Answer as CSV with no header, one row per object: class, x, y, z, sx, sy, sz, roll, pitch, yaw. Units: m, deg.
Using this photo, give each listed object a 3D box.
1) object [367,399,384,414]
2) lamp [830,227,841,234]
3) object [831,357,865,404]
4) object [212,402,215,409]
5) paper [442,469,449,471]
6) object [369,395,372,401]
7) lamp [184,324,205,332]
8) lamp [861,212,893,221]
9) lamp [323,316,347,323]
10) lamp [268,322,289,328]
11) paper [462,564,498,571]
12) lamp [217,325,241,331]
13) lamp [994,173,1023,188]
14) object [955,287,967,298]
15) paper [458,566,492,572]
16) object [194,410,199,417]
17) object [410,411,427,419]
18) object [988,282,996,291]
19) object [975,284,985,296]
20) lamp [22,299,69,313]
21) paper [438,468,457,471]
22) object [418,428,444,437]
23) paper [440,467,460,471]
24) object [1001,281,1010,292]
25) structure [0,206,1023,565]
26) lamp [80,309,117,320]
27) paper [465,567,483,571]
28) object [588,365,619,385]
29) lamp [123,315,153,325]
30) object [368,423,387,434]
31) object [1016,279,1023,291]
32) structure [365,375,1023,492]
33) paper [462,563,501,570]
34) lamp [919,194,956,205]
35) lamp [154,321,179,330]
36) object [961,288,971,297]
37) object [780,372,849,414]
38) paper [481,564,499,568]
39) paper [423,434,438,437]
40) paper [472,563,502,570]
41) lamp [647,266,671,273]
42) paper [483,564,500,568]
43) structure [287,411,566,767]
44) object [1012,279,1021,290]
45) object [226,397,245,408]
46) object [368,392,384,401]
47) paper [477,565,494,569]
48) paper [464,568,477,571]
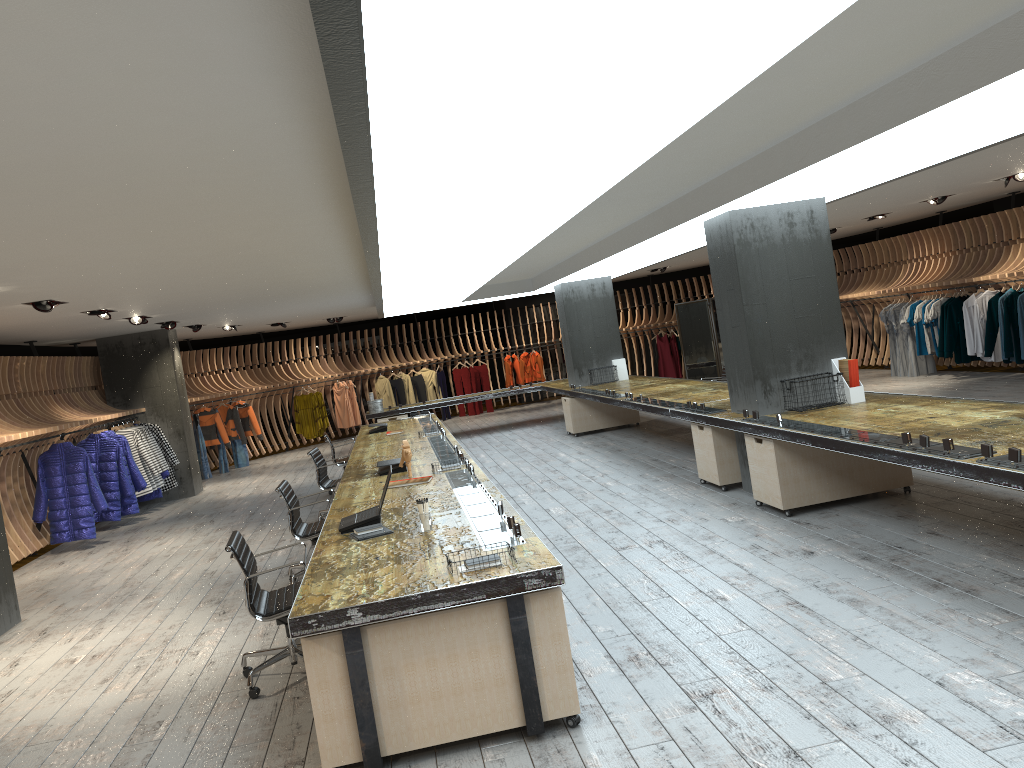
object,-2.609,0.430,16.968,0.303,0.239,0.498,-9,3,-7
lamp,5.662,-2.799,15.906,0.269,0.291,0.493,-9,3,-12
object,2.903,-0.034,7.657,0.129,0.382,0.240,-9,2,-8
object,-5.912,0.450,17.543,0.023,0.243,0.549,-9,3,-11
paper,-0.512,0.699,7.358,0.176,0.004,0.130,-9,3,-3
object,-2.680,0.274,16.814,0.062,0.109,0.062,-11,3,-42
lamp,-5.333,-1.013,14.878,0.269,0.292,0.493,-9,3,-1
lamp,5.887,-2.752,14.327,0.269,0.294,0.493,-9,3,-8
lamp,-3.850,-1.470,19.267,0.269,0.297,0.493,-7,3,42
lamp,-4.730,-1.266,17.956,0.269,0.293,0.493,-8,3,25
paper,-0.139,0.813,4.004,0.176,0.004,0.130,-9,3,-3
lamp,-5.237,-1.108,16.459,0.269,0.296,0.493,-8,3,12
lamp,6.332,-2.656,11.168,0.269,0.301,0.493,-9,3,-8
object,7.173,-1.422,14.167,0.525,0.270,0.012,-9,2,-8
paper,-0.151,0.819,3.998,0.176,0.003,0.130,-9,3,-9
object,-6.049,0.502,16.954,0.023,0.243,0.549,-10,3,-26
object,-1.437,0.486,13.890,0.302,0.074,0.217,-10,3,-13
object,7.264,-1.407,13.438,0.525,0.270,0.012,-9,2,-8
object,7.230,-1.413,13.669,0.525,0.270,0.012,-9,2,-3
lamp,-4.503,-0.818,8.556,0.269,0.292,0.493,-9,3,-8
paper,-0.524,0.705,7.352,0.176,0.003,0.130,-9,3,-9
object,-0.960,0.581,10.545,0.302,0.071,0.209,-10,3,-13
paper,-0.512,0.699,7.358,0.176,0.004,0.130,-9,3,-2
object,7.307,-1.392,13.107,0.525,0.270,0.012,-9,2,-3
structure,1.871,-0.090,4.958,14.887,2.438,36.565,-9,3,-8
lamp,-4.725,-0.864,10.135,0.269,0.294,0.493,-9,3,-8
paper,-0.138,0.814,4.004,0.176,0.004,0.130,-9,3,-4
object,1.540,-0.140,14.886,0.459,0.289,0.330,-9,3,-5
lamp,-4.948,-0.914,11.714,0.269,0.285,0.493,-9,3,-8
object,-1.853,0.607,12.293,0.261,0.111,0.373,-9,3,-8
object,7.365,-1.385,12.797,0.525,0.270,0.012,-9,2,-8
structure,0.797,0.750,8.929,4.837,0.844,18.481,-9,3,-8
paper,-0.139,0.813,4.004,0.176,0.004,0.130,-9,3,-2
lamp,6.109,-2.709,12.747,0.269,0.286,0.493,-9,3,-8
lamp,-5.170,-0.957,13.294,0.269,0.292,0.493,-9,3,-8
object,7.177,-1.416,14.039,0.525,0.270,0.012,-9,2,-3
object,2.571,0.076,7.555,0.460,0.289,0.330,-9,3,-10
paper,-0.138,0.814,4.004,0.176,0.004,0.130,-9,3,-1
paper,-0.970,0.611,10.540,0.176,0.003,0.130,-9,3,-9
paper,-0.138,0.815,4.004,0.176,0.004,0.130,-9,3,-6
lamp,3.292,-2.630,19.903,0.492,0.294,0.270,-7,3,37
paper,-0.138,0.815,4.004,0.176,0.004,0.130,-9,3,1
structure,-1.029,1.040,8.892,1.162,0.844,10.454,-9,3,-8
object,7.332,-1.387,12.905,0.525,0.270,0.012,-9,2,-8
object,-5.730,0.392,18.106,0.550,0.243,0.023,-11,3,-31
object,-2.592,0.248,16.913,0.263,0.204,0.088,-9,2,-9
paper,-0.138,0.815,4.004,0.176,0.004,0.130,-9,3,-4
paper,-0.138,0.814,4.004,0.176,0.004,0.130,-9,3,-3
